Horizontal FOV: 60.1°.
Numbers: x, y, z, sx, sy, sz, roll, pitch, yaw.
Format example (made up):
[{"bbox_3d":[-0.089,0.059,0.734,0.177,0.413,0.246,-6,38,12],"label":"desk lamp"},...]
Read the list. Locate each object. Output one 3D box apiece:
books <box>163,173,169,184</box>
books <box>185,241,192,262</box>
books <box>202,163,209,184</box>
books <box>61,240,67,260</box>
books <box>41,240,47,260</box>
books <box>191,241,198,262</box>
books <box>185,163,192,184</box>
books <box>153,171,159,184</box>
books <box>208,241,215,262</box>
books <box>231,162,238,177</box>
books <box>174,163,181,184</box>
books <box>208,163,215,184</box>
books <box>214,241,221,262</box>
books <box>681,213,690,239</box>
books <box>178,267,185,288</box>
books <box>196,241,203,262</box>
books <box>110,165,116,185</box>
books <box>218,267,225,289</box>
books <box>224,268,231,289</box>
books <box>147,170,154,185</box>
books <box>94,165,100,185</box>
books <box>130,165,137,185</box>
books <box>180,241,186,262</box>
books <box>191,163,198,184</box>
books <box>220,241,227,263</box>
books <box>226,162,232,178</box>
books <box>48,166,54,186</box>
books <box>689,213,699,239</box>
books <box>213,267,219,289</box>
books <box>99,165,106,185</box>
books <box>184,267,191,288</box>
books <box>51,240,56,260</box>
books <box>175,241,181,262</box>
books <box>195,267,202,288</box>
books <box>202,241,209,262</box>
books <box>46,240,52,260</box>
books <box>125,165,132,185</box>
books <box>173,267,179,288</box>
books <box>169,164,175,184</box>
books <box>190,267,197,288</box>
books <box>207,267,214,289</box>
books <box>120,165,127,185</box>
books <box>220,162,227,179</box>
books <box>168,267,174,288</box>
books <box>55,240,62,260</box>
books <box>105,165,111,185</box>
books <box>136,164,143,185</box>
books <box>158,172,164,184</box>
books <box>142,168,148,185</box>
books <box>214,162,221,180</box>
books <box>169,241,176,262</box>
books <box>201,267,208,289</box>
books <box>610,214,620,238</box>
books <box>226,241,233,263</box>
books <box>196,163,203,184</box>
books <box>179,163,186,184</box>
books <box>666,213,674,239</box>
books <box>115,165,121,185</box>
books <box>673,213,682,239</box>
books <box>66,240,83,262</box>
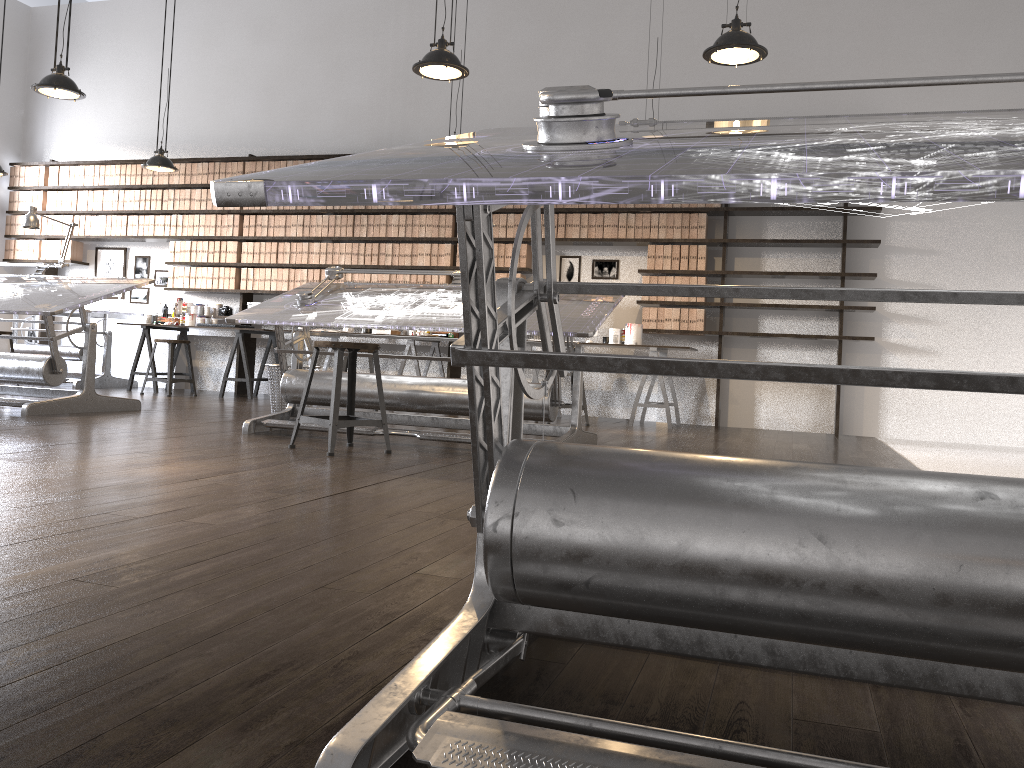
[{"bbox_3d":[-3.633,-2.223,9.459,0.067,0.226,0.174,2,-1,17],"label":"books"},{"bbox_3d":[-3.360,-1.382,9.334,0.067,0.226,0.174,2,-1,17],"label":"books"},{"bbox_3d":[-3.172,-2.196,9.311,0.067,0.226,0.174,2,-1,17],"label":"books"},{"bbox_3d":[-4.914,-1.473,9.836,0.067,0.226,0.174,2,-1,18],"label":"books"},{"bbox_3d":[-5.174,-1.488,9.913,0.067,0.226,0.174,2,-1,18],"label":"books"},{"bbox_3d":[-3.294,-1.378,9.319,0.067,0.226,0.174,2,-1,18],"label":"books"},{"bbox_3d":[-3.372,-2.208,9.381,0.067,0.226,0.174,2,-1,18],"label":"books"},{"bbox_3d":[-3.763,-2.230,9.506,0.067,0.226,0.174,2,-1,18],"label":"books"},{"bbox_3d":[-3.091,-1.367,9.255,0.067,0.226,0.174,2,-1,17],"label":"books"},{"bbox_3d":[-2.837,-2.176,9.209,0.067,0.226,0.174,2,-1,18],"label":"books"},{"bbox_3d":[-3.508,-2.215,9.422,0.067,0.226,0.174,2,-1,18],"label":"books"},{"bbox_3d":[-3.103,-2.192,9.289,0.067,0.226,0.174,2,-1,18],"label":"books"},{"bbox_3d":[-3.021,-1.363,9.227,0.067,0.226,0.174,2,-1,18],"label":"books"},{"bbox_3d":[1.537,-1.374,7.794,0.067,0.226,0.174,2,-1,17],"label":"books"},{"bbox_3d":[-3.435,-1.115,9.349,0.067,0.226,0.174,2,-1,18],"label":"books"},{"bbox_3d":[-3.226,-1.375,9.298,0.067,0.226,0.174,2,-1,18],"label":"books"},{"bbox_3d":[-4.301,-2.262,9.675,0.067,0.226,0.174,2,-1,18],"label":"books"},{"bbox_3d":[-2.968,-1.088,9.201,0.067,0.226,0.174,2,-1,17],"label":"books"},{"bbox_3d":[-2.905,-1.084,9.184,0.067,0.226,0.174,2,-1,18],"label":"books"},{"bbox_3d":[-3.831,-2.234,9.524,0.067,0.226,0.174,2,-1,17],"label":"books"},{"bbox_3d":[-4.501,-2.273,9.736,0.067,0.226,0.174,2,-1,18],"label":"books"},{"bbox_3d":[-4.040,-2.246,9.595,0.067,0.226,0.174,2,-1,17],"label":"books"},{"bbox_3d":[-3.422,-1.386,9.359,0.067,0.226,0.174,2,-1,18],"label":"books"},{"bbox_3d":[-3.305,-2.204,9.361,0.067,0.226,0.174,2,-1,18],"label":"books"},{"bbox_3d":[-2.949,-1.358,9.210,0.067,0.226,0.174,2,-1,17],"label":"books"},{"bbox_3d":[-2.903,-2.180,9.233,0.067,0.226,0.174,2,-1,17],"label":"books"},{"bbox_3d":[-5.101,-2.308,9.933,0.067,0.226,0.174,2,-1,18],"label":"books"},{"bbox_3d":[1.604,-1.370,7.772,0.067,0.226,0.174,2,-1,17],"label":"books"},{"bbox_3d":[-3.029,-1.091,9.216,0.067,0.226,0.174,2,-1,18],"label":"books"},{"bbox_3d":[-4.433,-2.269,9.719,0.067,0.226,0.174,2,-1,17],"label":"books"},{"bbox_3d":[-3.366,-1.111,9.325,0.067,0.226,0.174,2,-1,17],"label":"books"},{"bbox_3d":[-5.044,-1.480,9.875,0.067,0.226,0.174,2,-1,17],"label":"books"},{"bbox_3d":[-3.482,-1.389,9.376,0.067,0.226,0.174,2,-1,18],"label":"books"},{"bbox_3d":[-3.231,-1.103,9.288,0.067,0.226,0.174,2,-1,18],"label":"books"},{"bbox_3d":[-3.160,-1.371,9.272,0.067,0.226,0.174,2,-1,17],"label":"books"},{"bbox_3d":[-5.105,-1.484,9.893,0.067,0.226,0.174,2,-1,17],"label":"books"},{"bbox_3d":[-4.103,-2.250,9.612,0.067,0.226,0.174,2,-1,18],"label":"books"},{"bbox_3d":[-3.494,-1.119,9.369,0.067,0.226,0.174,2,-1,18],"label":"books"},{"bbox_3d":[-3.568,-2.219,9.443,0.067,0.226,0.174,2,-1,18],"label":"books"},{"bbox_3d":[-3.298,-1.107,9.307,0.067,0.226,0.174,2,-1,18],"label":"books"},{"bbox_3d":[-3.098,-1.095,9.238,0.067,0.226,0.174,2,-1,17],"label":"books"},{"bbox_3d":[-4.164,-2.254,9.627,0.067,0.226,0.174,2,-1,17],"label":"books"},{"bbox_3d":[-2.970,-2.184,9.253,0.067,0.226,0.174,2,-1,17],"label":"books"},{"bbox_3d":[-3.559,-1.122,9.385,0.067,0.226,0.174,2,-1,17],"label":"books"},{"bbox_3d":[-4.982,-1.477,9.851,0.067,0.226,0.174,2,-1,18],"label":"books"},{"bbox_3d":[-4.366,-2.266,9.699,0.067,0.226,0.174,2,-1,17],"label":"books"},{"bbox_3d":[-3.971,-2.242,9.567,0.067,0.226,0.174,2,-1,18],"label":"books"},{"bbox_3d":[-3.695,-2.226,9.485,0.067,0.226,0.174,2,-1,18],"label":"books"},{"bbox_3d":[-3.898,-2.238,9.550,0.067,0.226,0.174,2,-1,17],"label":"books"},{"bbox_3d":[-3.041,-2.188,9.274,0.067,0.226,0.174,2,-1,17],"label":"books"},{"bbox_3d":[-3.552,-1.393,9.396,0.067,0.226,0.174,2,-1,17],"label":"books"},{"bbox_3d":[-3.166,-1.100,9.263,0.067,0.226,0.174,2,-1,17],"label":"books"},{"bbox_3d":[0.941,-1.409,7.977,0.067,0.226,0.174,2,-1,17],"label":"books"},{"bbox_3d":[-2.877,-1.354,9.185,0.067,0.226,0.174,2,-1,18],"label":"books"},{"bbox_3d":[-3.240,-2.200,9.337,0.067,0.226,0.174,2,-1,17],"label":"books"},{"bbox_3d":[-3.440,-2.212,9.398,0.067,0.226,0.174,2,-1,17],"label":"books"},{"bbox_3d":[1.409,-1.382,7.833,0.067,0.226,0.174,2,-1,17],"label":"books"},{"bbox_3d":[-4.233,-2.258,9.649,0.067,0.226,0.174,2,-1,18],"label":"books"},{"bbox_3d":[1.471,-1.378,7.808,0.067,0.226,0.174,2,-1,18],"label":"books"},{"bbox_3d":[-4.848,-1.469,9.813,0.067,0.226,0.174,2,-1,18],"label":"books"}]
